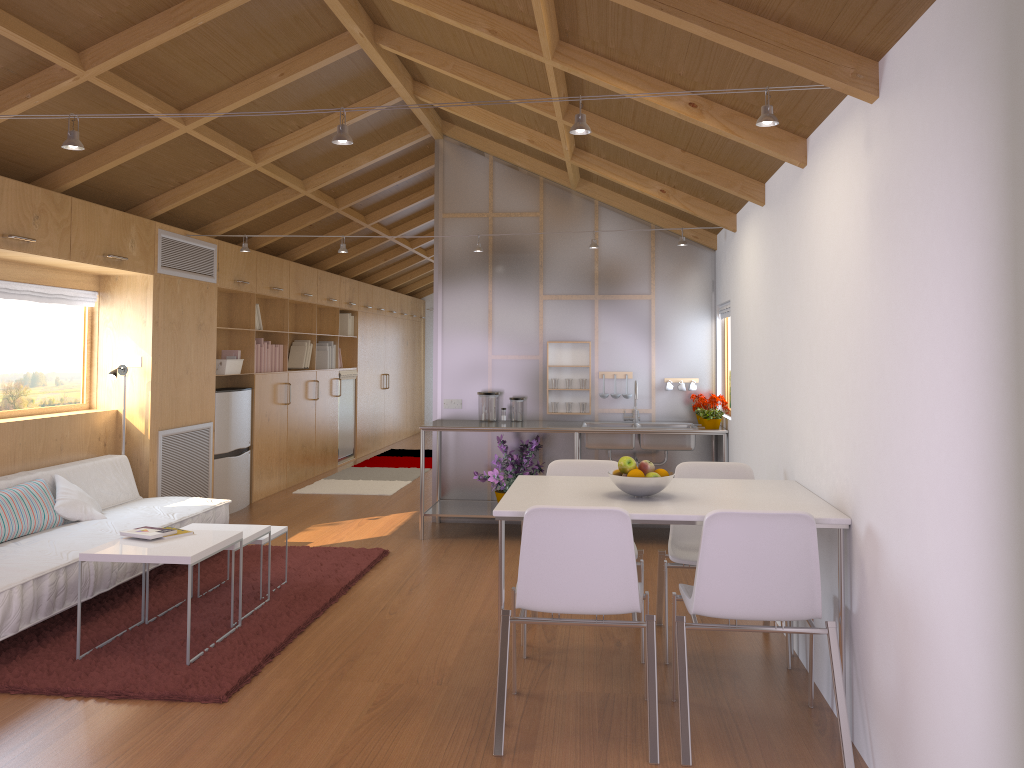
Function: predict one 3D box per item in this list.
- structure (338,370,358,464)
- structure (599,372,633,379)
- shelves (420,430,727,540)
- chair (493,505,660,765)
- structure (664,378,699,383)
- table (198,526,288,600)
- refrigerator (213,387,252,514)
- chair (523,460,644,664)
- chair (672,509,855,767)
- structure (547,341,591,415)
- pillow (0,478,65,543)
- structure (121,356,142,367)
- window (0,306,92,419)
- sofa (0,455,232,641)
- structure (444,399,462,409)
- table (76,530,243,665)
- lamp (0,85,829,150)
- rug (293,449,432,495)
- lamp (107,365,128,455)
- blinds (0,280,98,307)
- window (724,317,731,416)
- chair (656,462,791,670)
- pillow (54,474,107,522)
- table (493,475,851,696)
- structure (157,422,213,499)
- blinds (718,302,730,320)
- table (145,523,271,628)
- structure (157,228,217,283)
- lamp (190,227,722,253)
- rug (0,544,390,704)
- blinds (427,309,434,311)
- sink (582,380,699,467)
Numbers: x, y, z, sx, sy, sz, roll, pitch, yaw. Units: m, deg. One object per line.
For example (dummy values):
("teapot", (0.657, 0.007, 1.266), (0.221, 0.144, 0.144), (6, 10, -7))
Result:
("structure", (-2.059, 0.371, 10.375), (0.315, 1.082, 0.724), (0, -1, 6))
("structure", (0.778, -0.066, 6.634), (0.250, 0.051, 0.016), (0, -2, 6))
("shelves", (0.434, 0.696, 6.325), (2.092, 0.755, 0.631), (0, -1, 6))
("chair", (0.232, 0.790, 3.091), (0.531, 0.788, 0.545), (0, -1, 6))
("structure", (1.261, -0.026, 6.568), (0.250, 0.032, 0.041), (0, 0, 6))
("table", (-1.436, 0.950, 4.742), (0.342, 0.309, 0.369), (0, 0, 6))
("refrigerator", (-2.351, 0.537, 7.230), (0.262, 0.990, 0.712), (0, -1, 6))
("chair", (0.328, 0.760, 3.994), (0.531, 0.788, 0.545), (0, -1, 6))
("chair", (0.823, 0.795, 3.028), (0.531, 0.788, 0.545), (0, -1, 6))
("structure", (0.428, -0.046, 6.640), (0.328, 0.547, 0.076), (0, -2, 6))
("pillow", (-2.541, 0.655, 4.287), (0.171, 0.252, 1.040), (0, 2, 6))
("structure", (-2.544, -0.149, 5.905), (0.142, 0.071, 0.011), (0, -2, 6))
("window", (-2.923, -0.202, 5.196), (0.035, 0.792, 1.494), (0, 1, 6))
("sofa", (-2.333, 0.810, 4.537), (0.862, 0.630, 2.352), (0, 2, 6))
("structure", (-0.453, 0.153, 6.760), (0.142, 0.071, 0.011), (0, -2, 6))
("table", (-1.527, 0.914, 3.889), (0.485, 0.439, 0.524), (0, 0, 6))
("lamp", (-0.777, -0.894, 3.015), (3.828, 0.153, 0.072), (0, -2, 6))
("rug", (-1.360, 0.944, 9.903), (0.916, 0.011, 3.717), (0, 2, 6))
("lamp", (-2.529, 0.473, 5.741), (0.182, 1.201, 0.254), (1, -2, -18))
("blinds", (-2.871, -0.542, 5.205), (0.047, 0.111, 1.495), (0, 2, 6))
("window", (1.545, -0.172, 6.170), (0.026, 0.797, 0.723), (0, -1, 6))
("chair", (0.920, 0.764, 3.931), (0.531, 0.788, 0.545), (0, -1, 6))
("pillow", (-2.398, 0.632, 4.898), (0.267, 0.252, 0.345), (0, 0, -30))
("table", (0.579, 0.801, 3.445), (1.209, 0.745, 0.898), (0, 0, 6))
("structure", (-2.348, 0.666, 6.370), (0.013, 0.723, 0.818), (0, 0, 6))
("blinds", (1.505, -0.517, 6.190), (0.047, 0.111, 0.724), (0, 2, 6))
("table", (-1.478, 0.926, 4.346), (0.424, 0.384, 0.458), (0, 0, 6))
("structure", (-2.345, -0.915, 6.415), (0.013, 0.301, 0.902), (0, 1, 6))
("lamp", (-0.439, -1.002, 6.187), (3.828, 0.153, 0.072), (0, -2, 6))
("rug", (-1.870, 1.123, 4.584), (1.885, 0.020, 2.478), (0, 2, 6))
("blinds", (0.005, -0.234, 14.498), (2.847, 2.043, 0.232), (0, -2, 5))
("sink", (0.903, 0.297, 6.319), (0.810, 0.642, 0.562), (0, -1, 6))
